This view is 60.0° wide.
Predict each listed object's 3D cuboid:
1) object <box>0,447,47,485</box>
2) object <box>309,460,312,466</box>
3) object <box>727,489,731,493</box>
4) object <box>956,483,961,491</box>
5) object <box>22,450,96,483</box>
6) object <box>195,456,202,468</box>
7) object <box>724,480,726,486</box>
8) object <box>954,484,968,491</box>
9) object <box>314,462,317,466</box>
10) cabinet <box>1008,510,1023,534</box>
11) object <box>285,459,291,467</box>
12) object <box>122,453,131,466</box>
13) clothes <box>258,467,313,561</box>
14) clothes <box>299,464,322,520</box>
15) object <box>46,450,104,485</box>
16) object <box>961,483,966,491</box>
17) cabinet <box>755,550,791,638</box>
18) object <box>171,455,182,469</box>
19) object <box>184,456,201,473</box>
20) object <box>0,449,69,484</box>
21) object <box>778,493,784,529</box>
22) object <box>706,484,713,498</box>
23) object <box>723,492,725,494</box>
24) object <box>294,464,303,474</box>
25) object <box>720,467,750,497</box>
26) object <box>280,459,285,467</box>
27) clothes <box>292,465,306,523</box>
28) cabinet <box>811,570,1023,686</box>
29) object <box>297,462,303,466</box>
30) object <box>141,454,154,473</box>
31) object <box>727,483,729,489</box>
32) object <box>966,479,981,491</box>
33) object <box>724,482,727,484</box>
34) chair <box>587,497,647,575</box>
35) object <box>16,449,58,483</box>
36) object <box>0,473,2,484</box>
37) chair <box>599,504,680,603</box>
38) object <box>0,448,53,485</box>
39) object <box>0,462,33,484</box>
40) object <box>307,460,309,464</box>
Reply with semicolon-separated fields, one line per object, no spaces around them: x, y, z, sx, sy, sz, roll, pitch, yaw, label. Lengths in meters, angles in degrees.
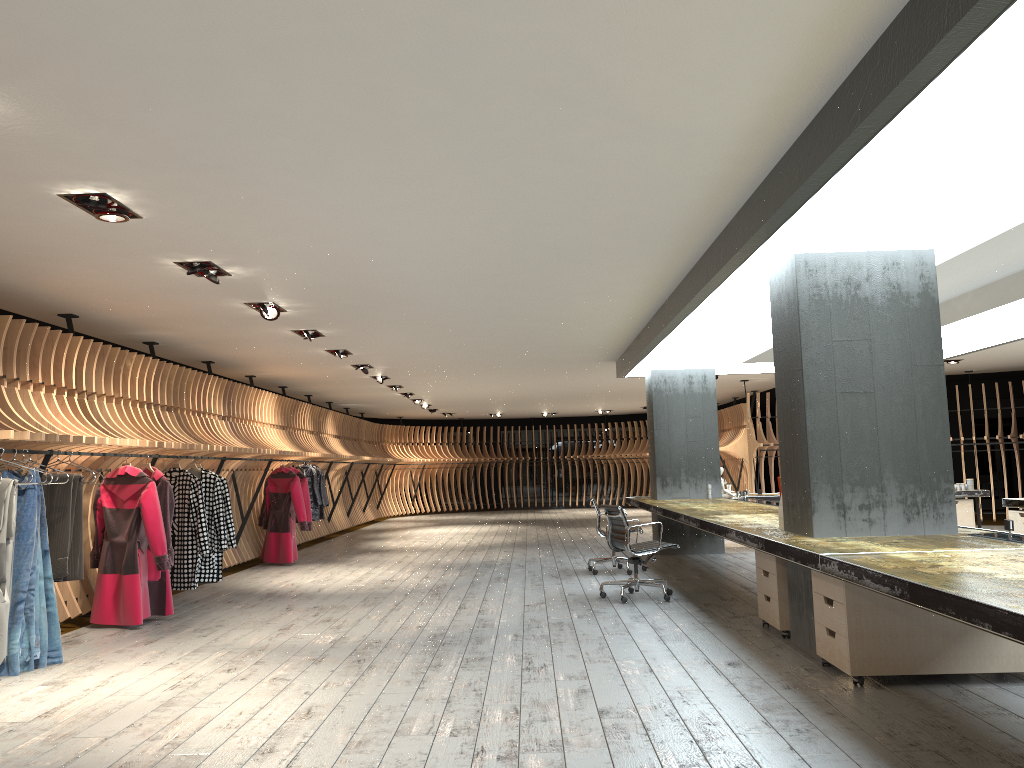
-3.298;0.530;5.718;0.549;0.243;0.023;3;-8;-37;object
-3.175;1.310;13.826;0.438;0.244;0.010;-2;-6;1;object
3.111;1.555;12.710;0.061;0.112;0.061;0;-6;-10;object
6.209;1.433;12.326;0.062;0.109;0.062;1;-7;-26;object
-3.286;0.598;6.422;0.549;0.243;0.023;-2;-6;2;object
-3.244;0.874;9.112;0.525;0.270;0.012;-1;-7;-9;object
3.028;1.488;12.677;0.084;0.240;0.009;1;-7;-22;object
6.268;1.443;12.338;0.174;0.089;0.289;-3;-6;17;object
-3.154;1.337;14.190;0.439;0.227;0.010;-7;-8;41;object
5.881;1.621;9.157;1.131;0.631;0.592;-2;-6;1;cabinet
-3.198;1.218;12.611;0.523;0.291;0.015;-3;-7;11;object
-3.286;0.726;7.556;0.525;0.270;0.012;-4;-7;21;object
-3.224;1.837;12.562;0.840;1.319;0.318;-3;-6;8;clothes
-3.098;1.621;13.253;0.501;0.855;0.244;0;-7;-15;clothes
-3.311;0.627;6.612;0.547;0.262;0.023;-2;-6;2;object
6.243;1.426;12.264;0.062;0.109;0.062;1;-7;-26;object
2.406;1.455;6.409;1.131;0.631;0.592;-2;-6;1;cabinet
-3.263;0.826;8.609;0.525;0.270;0.012;-4;-7;21;object
-3.229;0.856;8.932;0.525;0.270;0.012;-2;-6;1;object
-3.291;0.559;5.981;0.549;0.243;0.023;1;-7;-27;object
1.964;0.828;6.232;0.129;0.383;0.239;-2;-6;1;object
2.683;1.456;12.048;0.079;0.188;0.078;-3;-7;16;object
2.989;1.547;12.671;0.108;0.129;0.108;-3;-6;16;object
-3.174;1.221;13.022;0.010;0.227;0.439;4;-8;-39;object
3.099;1.382;12.491;0.431;0.430;0.194;-1;-6;-3;object
-3.196;1.182;12.340;0.525;0.270;0.012;-5;-7;31;object
-3.131;1.609;12.974;0.166;0.855;0.744;5;-9;-44;clothes
2.380;1.326;5.065;1.131;0.631;0.592;-2;-6;1;cabinet
-3.171;1.244;13.257;0.440;0.227;0.010;-1;-7;-9;object
-3.244;0.755;7.876;0.525;0.270;0.012;-5;-7;31;object
3.110;1.512;12.737;0.007;0.171;0.030;4;-9;-42;object
6.364;1.412;12.221;0.088;0.205;0.262;-2;-6;-1;object
3.035;1.508;12.729;0.138;0.209;0.034;1;-7;-19;object
1.225;1.750;10.328;0.667;0.861;0.692;-1;-6;-3;chair
-3.309;0.577;6.100;0.548;0.257;0.023;-4;-7;26;object
-3.303;0.511;5.514;0.548;0.243;0.023;-6;-8;37;object
1.192;1.552;8.264;0.667;0.861;0.692;1;-7;-23;chair
-3.300;0.547;5.874;0.549;0.243;0.023;-2;-6;7;object
-3.301;0.524;5.610;0.549;0.251;0.023;-2;-6;2;object
-3.147;1.290;13.707;0.440;0.227;0.010;-4;-7;26;object
